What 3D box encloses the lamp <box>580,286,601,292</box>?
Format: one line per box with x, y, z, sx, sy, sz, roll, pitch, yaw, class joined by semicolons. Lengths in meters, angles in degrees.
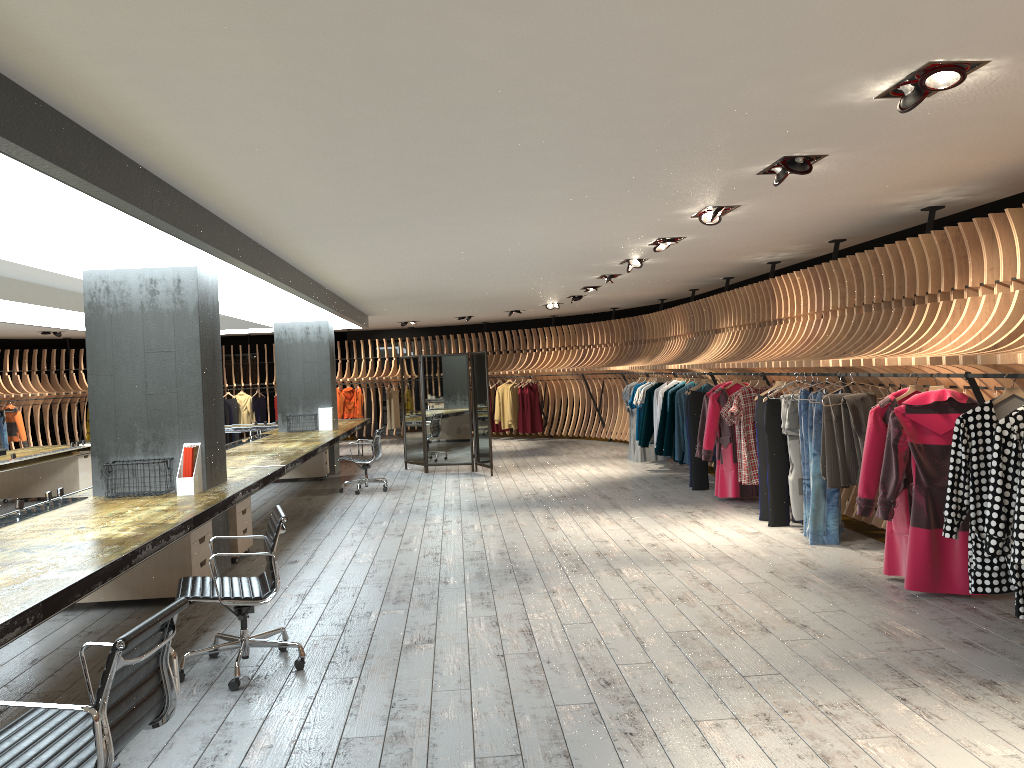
1.194;-1.497;13.435;0.269;0.294;0.493;-3;1;-4;lamp

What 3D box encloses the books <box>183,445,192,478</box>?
-2.537;0.671;6.952;0.048;0.368;0.215;-3;0;-4;books

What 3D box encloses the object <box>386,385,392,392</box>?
-2.987;0.068;21.573;0.012;0.270;0.525;-3;1;11;object

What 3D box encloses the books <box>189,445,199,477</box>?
-2.494;0.669;6.955;0.048;0.368;0.215;-3;0;-4;books

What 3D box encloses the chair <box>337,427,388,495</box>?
-2.082;1.059;12.320;0.667;0.859;0.693;-3;0;-8;chair

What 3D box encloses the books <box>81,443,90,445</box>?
-6.454;0.904;13.464;0.155;0.025;0.110;-3;1;-9;books

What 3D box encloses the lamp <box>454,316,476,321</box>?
-1.006;-1.490;19.181;0.492;0.294;0.269;-2;1;41;lamp

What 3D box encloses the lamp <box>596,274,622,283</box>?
1.299;-1.480;11.843;0.269;0.286;0.493;-3;1;-4;lamp

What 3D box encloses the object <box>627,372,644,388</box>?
2.169;-0.063;14.891;0.525;0.270;0.012;-3;0;11;object

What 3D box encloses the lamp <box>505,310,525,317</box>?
0.056;-1.520;18.004;0.269;0.292;0.492;-3;1;-36;lamp

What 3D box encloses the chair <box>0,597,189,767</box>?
-1.398;1.184;2.844;0.667;0.859;0.693;-3;0;-8;chair

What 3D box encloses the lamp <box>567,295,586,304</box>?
1.085;-1.520;15.026;0.269;0.291;0.492;-3;1;-8;lamp

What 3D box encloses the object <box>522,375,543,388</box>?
0.452;-0.059;19.549;0.525;0.270;0.012;-3;0;-29;object

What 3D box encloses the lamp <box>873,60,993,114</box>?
1.828;-1.369;3.886;0.269;0.294;0.493;-3;1;-4;lamp

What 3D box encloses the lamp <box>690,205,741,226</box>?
1.616;-1.416;7.069;0.269;0.284;0.493;-3;1;-4;lamp

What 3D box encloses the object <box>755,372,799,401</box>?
2.597;0.021;8.576;0.525;0.270;0.012;-2;0;36;object

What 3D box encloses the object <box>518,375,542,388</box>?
0.389;-0.057;19.628;0.525;0.270;0.012;-3;0;-4;object

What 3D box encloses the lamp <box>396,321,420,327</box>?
-2.339;-1.443;20.040;0.492;0.292;0.269;-2;1;29;lamp

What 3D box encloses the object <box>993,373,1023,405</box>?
2.850;0.070;5.036;0.525;0.270;0.012;-2;0;16;object

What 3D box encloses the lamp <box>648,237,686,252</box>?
1.511;-1.432;8.660;0.269;0.296;0.493;-3;1;-4;lamp

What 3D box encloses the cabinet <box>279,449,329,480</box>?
-3.516;1.212;14.048;1.131;0.630;0.593;-3;0;-4;cabinet

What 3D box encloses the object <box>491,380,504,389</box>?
-0.280;-0.037;20.268;0.525;0.270;0.012;-3;0;-39;object

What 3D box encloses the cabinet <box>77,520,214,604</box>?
-2.903;1.305;6.664;1.131;0.630;0.593;-3;0;-4;cabinet

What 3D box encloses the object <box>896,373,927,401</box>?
2.782;0.056;6.094;0.525;0.270;0.012;-2;0;16;object

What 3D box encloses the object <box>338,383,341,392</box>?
-4.250;0.121;21.758;0.012;0.270;0.525;-3;1;1;object

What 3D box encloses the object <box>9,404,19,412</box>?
-10.303;0.459;18.208;0.525;0.270;0.012;-2;0;26;object

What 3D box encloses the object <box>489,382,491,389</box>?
-0.530;-0.028;20.450;0.012;0.270;0.525;-3;1;-9;object

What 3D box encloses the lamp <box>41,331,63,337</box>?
-9.245;-1.086;17.804;0.269;0.293;0.493;-2;1;29;lamp

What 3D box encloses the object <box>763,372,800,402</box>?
2.620;0.024;8.364;0.525;0.270;0.012;-3;0;-4;object

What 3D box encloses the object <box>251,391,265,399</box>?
-6.163;0.211;21.522;0.012;0.270;0.525;-3;1;21;object

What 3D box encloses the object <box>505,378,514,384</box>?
-0.055;-0.048;20.065;0.525;0.270;0.012;-3;0;-4;object

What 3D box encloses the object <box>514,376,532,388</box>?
0.275;-0.054;19.742;0.525;0.270;0.012;-3;0;-29;object

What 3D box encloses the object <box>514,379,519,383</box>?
0.100;-0.052;19.905;0.012;0.270;0.525;-3;1;36;object

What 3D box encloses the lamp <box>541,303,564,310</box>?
0.771;-1.533;16.587;0.269;0.287;0.492;-3;1;-23;lamp

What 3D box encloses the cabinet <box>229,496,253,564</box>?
-2.992;1.287;8.014;1.131;0.630;0.593;-3;0;-4;cabinet

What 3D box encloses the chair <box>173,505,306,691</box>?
-1.543;1.156;4.917;0.668;0.859;0.693;-3;0;-28;chair

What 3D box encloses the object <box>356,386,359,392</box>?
-3.771;0.100;21.713;0.012;0.270;0.525;-3;1;-24;object

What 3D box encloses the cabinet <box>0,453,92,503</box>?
-6.873;1.382;13.138;1.131;0.630;0.593;-3;0;-4;cabinet

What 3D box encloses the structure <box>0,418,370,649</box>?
-4.616;1.250;8.351;4.836;0.844;18.476;-3;1;-4;structure

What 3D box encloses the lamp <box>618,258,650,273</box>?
1.405;-1.451;10.252;0.269;0.301;0.493;-3;1;-4;lamp

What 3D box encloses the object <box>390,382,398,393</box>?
-2.856;0.062;21.564;0.012;0.270;0.525;-3;1;16;object

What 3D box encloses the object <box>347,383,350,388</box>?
-3.998;0.110;21.732;0.012;0.270;0.525;-3;1;26;object

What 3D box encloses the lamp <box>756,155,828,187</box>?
1.722;-1.391;5.478;0.269;0.291;0.493;-3;1;-4;lamp

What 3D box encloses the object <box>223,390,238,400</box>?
-6.813;0.248;21.301;0.525;0.270;0.012;-2;0;21;object

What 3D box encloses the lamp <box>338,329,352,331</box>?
-3.861;-1.377;20.491;0.492;0.298;0.269;-3;0;5;lamp

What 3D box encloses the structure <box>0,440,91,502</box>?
-6.461;1.334;8.443;1.162;0.844;10.452;-3;1;-4;structure

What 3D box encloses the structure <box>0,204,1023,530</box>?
-3.733;0.409;4.334;14.882;2.440;36.556;-3;1;-4;structure

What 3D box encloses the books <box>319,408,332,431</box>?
-3.036;0.575;14.433;0.215;0.368;0.073;-3;0;-4;books

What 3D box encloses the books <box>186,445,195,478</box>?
-2.516;0.670;6.954;0.048;0.368;0.215;-3;0;-4;books

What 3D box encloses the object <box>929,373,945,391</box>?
2.768;0.062;5.770;0.525;0.270;0.012;-2;0;26;object

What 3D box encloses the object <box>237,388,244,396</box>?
-6.526;0.231;21.417;0.525;0.270;0.012;-2;0;21;object
